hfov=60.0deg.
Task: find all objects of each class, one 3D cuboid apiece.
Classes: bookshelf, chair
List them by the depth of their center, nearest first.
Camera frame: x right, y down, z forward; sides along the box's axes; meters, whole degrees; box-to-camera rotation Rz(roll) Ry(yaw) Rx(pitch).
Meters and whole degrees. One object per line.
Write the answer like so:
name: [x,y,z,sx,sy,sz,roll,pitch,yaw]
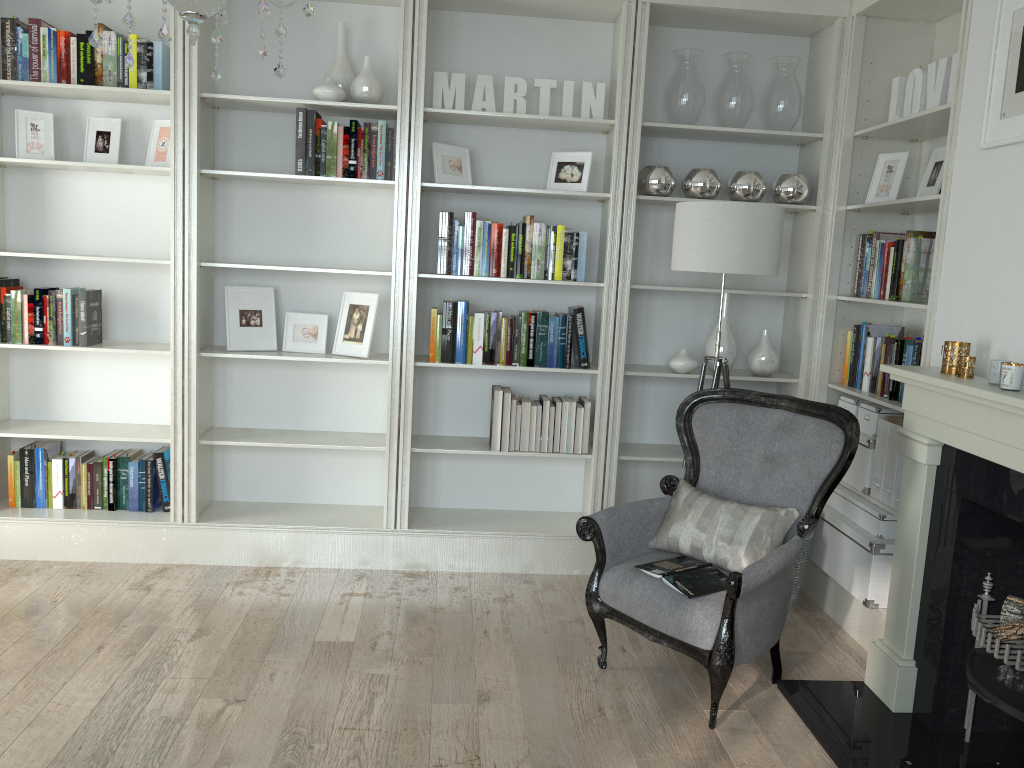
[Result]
chair: [0.743,0.565,3.197,0.763,1.024,0.778,-3,10,-39]
bookshelf: [1.683,-0.390,3.664,0.399,2.523,0.988,2,8,-4]
bookshelf: [-1.947,-0.642,4.073,0.972,2.523,0.399,2,8,-4]
bookshelf: [-0.979,-0.600,4.146,0.972,2.523,0.399,2,8,-4]
bookshelf: [-0.010,-0.559,4.219,0.972,2.523,0.399,2,8,-4]
bookshelf: [0.959,-0.517,4.291,0.972,2.523,0.399,2,8,-4]

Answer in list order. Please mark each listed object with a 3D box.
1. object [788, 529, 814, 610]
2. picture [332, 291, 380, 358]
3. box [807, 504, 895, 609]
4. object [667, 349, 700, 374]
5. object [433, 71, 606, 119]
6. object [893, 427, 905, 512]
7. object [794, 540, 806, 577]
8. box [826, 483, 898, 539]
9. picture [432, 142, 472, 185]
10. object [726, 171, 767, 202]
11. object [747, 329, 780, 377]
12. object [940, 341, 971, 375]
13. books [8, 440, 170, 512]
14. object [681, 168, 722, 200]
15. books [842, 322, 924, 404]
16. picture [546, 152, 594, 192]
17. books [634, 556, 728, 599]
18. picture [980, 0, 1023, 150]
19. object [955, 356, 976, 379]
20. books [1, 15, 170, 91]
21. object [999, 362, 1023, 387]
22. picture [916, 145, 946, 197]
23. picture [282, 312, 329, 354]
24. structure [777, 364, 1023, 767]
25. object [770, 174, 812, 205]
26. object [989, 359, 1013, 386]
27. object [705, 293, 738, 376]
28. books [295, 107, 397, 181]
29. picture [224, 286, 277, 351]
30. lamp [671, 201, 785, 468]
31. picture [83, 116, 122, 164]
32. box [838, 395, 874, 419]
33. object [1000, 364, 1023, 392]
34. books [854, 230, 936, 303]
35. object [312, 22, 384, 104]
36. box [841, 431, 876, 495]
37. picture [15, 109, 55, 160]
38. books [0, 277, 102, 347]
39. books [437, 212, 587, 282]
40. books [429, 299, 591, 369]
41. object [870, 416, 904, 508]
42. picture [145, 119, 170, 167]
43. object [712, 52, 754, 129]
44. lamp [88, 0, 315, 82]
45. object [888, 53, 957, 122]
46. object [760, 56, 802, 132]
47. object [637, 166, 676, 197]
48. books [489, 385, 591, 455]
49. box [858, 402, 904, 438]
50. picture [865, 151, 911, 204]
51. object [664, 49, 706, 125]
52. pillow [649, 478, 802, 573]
object: [1.131,0.978,2.598,0.395,0.432,3.296,3,8,1]
picture: [-0.730,-0.284,4.206,0.202,0.300,0.124,7,9,25]
box: [1.558,0.707,3.836,0.374,0.264,0.734,2,8,-4]
object: [0.818,-0.111,4.234,0.152,0.116,0.154,2,8,-7]
object: [0.033,-1.319,4.093,0.790,0.180,0.034,2,8,-4]
object: [1.668,0.330,3.420,0.294,0.378,0.188,2,8,-4]
object: [1.258,0.766,3.985,0.178,0.462,0.150,6,8,17]
box: [1.544,0.528,3.813,0.219,0.099,0.608,2,8,-4]
picture: [-0.295,-1.015,4.126,0.206,0.192,0.124,-3,10,-39]
object: [1.101,-0.922,4.168,0.185,0.140,0.185,5,8,15]
object: [1.212,-0.149,4.270,0.153,0.225,0.154,8,9,30]
object: [1.447,-0.084,2.892,0.080,0.104,0.080,-3,10,-36]
books: [-1.988,0.436,4.276,0.762,0.302,0.207,3,8,-3]
object: [0.887,-0.931,4.152,0.185,0.140,0.185,5,8,15]
books: [1.672,-0.089,3.761,0.215,0.302,0.763,3,8,-3]
picture: [0.280,-0.985,4.134,0.202,0.188,0.124,7,9,25]
books: [0.606,0.658,3.087,0.224,0.046,0.304,-1,9,-29]
picture: [1.576,-0.981,2.638,0.024,0.496,0.494,2,8,-4]
object: [1.429,-0.053,2.794,0.054,0.068,0.047,6,9,23]
books: [-1.916,-1.474,4.021,0.691,0.301,0.201,3,8,-3]
object: [1.450,-0.024,2.578,0.060,0.073,0.060,-3,10,-38]
picture: [1.732,-0.853,3.607,0.094,0.228,0.153,2,8,-4]
picture: [-0.991,-0.249,4.281,0.206,0.192,0.124,2,8,-4]
structure: [1.546,0.631,2.489,1.026,1.191,1.432,2,8,-4]
object: [1.316,-0.913,4.184,0.185,0.140,0.185,5,8,15]
object: [1.455,-0.033,2.644,0.060,0.073,0.060,-3,10,-38]
object: [1.008,-0.241,4.239,0.155,0.397,0.155,0,8,-19]
books: [-0.733,-1.079,4.042,0.465,0.291,0.205,2,8,-4]
picture: [-1.244,-0.312,4.212,0.231,0.300,0.127,-1,9,-29]
lamp: [0.831,0.142,3.691,0.429,1.739,0.429,7,9,29]
picture: [-1.886,-1.116,4.097,0.153,0.228,0.094,2,8,-4]
box: [1.652,0.130,4.050,0.264,0.126,0.179,2,8,-4]
object: [1.421,-0.018,2.520,0.060,0.073,0.060,-3,10,-38]
books: [1.712,-0.487,3.652,0.209,0.301,0.919,3,8,-4]
object: [-0.753,-1.464,4.064,0.319,0.397,0.316,1,8,-15]
box: [1.641,0.322,3.971,0.337,0.238,0.499,2,8,-4]
picture: [-2.158,-1.119,4.011,0.153,0.228,0.094,-1,9,-29]
books: [-2.160,-0.335,4.086,0.465,0.291,0.205,2,8,-4]
books: [-0.003,-0.654,4.183,0.691,0.301,0.201,3,8,-3]
books: [-0.005,-0.246,4.237,0.762,0.302,0.207,3,8,-3]
object: [1.655,0.311,3.613,0.294,0.360,0.188,2,8,-4]
picture: [-1.587,-1.094,4.053,0.153,0.228,0.094,6,9,20]
object: [1.056,-1.374,4.223,0.193,0.362,0.193,0,9,-21]
lamp: [-0.649,-1.976,1.816,0.648,2.542,0.577,-2,10,-34]
object: [1.668,-1.170,3.552,0.039,0.216,0.554,2,8,-4]
object: [1.290,-1.364,4.240,0.193,0.362,0.193,0,9,-21]
object: [0.672,-0.941,4.136,0.185,0.140,0.185,5,8,15]
books: [0.134,0.173,4.278,0.465,0.291,0.205,2,8,-4]
box: [1.666,0.159,3.849,0.264,0.126,0.179,2,8,-4]
picture: [1.648,-0.896,3.876,0.094,0.228,0.153,-1,9,-29]
object: [0.822,-1.384,4.205,0.193,0.362,0.193,0,9,-21]
pillow: [0.746,0.534,3.231,0.210,0.263,0.547,-4,11,-43]
